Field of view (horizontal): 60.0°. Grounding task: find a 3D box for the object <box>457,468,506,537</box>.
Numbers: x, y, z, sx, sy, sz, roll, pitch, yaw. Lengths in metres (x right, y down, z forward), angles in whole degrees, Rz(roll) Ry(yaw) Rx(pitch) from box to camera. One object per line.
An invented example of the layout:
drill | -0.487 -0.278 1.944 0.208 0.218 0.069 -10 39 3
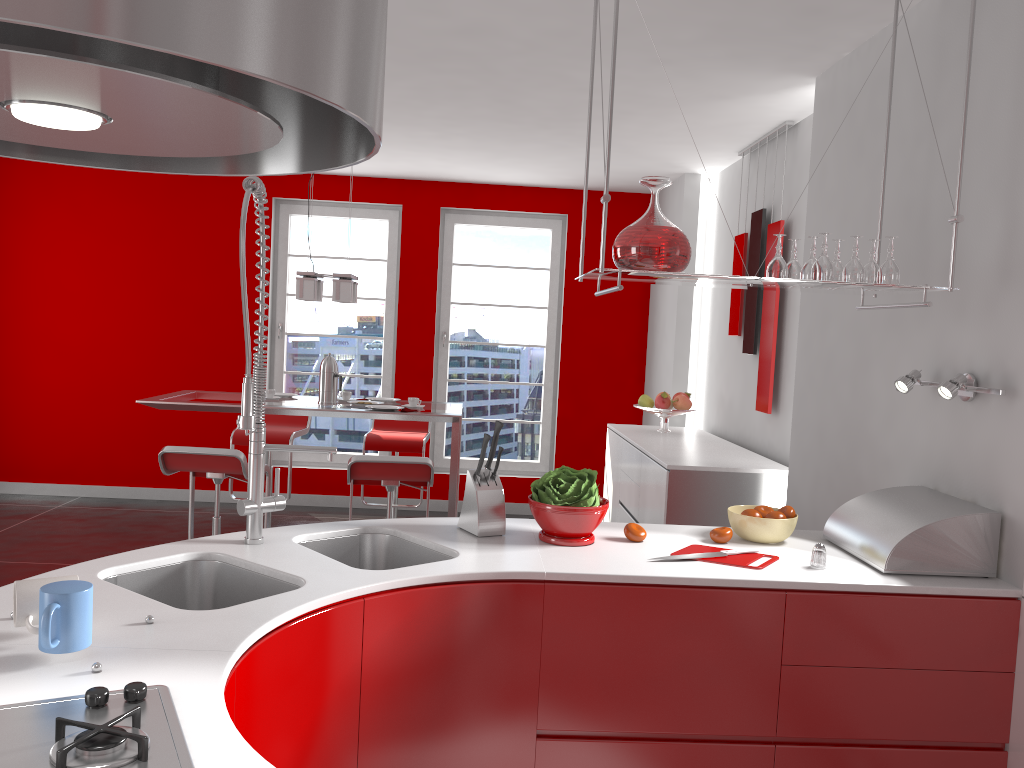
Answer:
object | -0.086 0.334 2.556 0.091 0.178 0.137 1 4 -30

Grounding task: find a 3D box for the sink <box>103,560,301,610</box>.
sink | -0.693 0.536 1.975 0.428 0.172 0.326 5 4 36

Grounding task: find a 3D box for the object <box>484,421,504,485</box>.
object | -0.069 0.261 2.527 0.014 0.322 0.150 1 4 -32

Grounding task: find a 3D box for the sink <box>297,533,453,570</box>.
sink | -0.366 0.531 2.336 0.326 0.172 0.428 0 5 -42

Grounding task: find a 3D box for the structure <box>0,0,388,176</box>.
structure | -0.432 -0.738 0.862 0.644 0.958 0.644 0 4 -37

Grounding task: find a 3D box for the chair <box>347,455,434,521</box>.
chair | -0.605 0.747 4.331 0.418 0.857 0.460 2 3 -8

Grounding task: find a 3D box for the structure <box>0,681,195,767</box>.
structure | -0.669 0.462 1.147 0.457 0.037 0.303 1 4 -28

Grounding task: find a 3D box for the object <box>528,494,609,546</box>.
object | 0.157 0.383 2.505 0.229 0.118 0.228 1 4 -32

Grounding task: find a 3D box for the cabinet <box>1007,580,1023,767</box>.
cabinet | 1.644 0.471 1.033 0.614 2.026 2.398 3 3 -3

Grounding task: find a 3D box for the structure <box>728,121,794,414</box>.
structure | 1.358 -0.618 4.964 0.040 1.503 0.820 3 3 -3

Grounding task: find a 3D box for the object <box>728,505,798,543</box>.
object | 0.743 0.423 2.638 0.201 0.086 0.201 3 3 -2

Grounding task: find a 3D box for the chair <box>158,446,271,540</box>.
chair | -1.439 0.707 4.295 0.418 0.857 0.460 3 3 2

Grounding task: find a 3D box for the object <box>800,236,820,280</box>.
object | 0.851 -0.345 2.512 0.060 0.141 0.060 3 3 -3

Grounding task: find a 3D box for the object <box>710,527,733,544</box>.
object | 0.607 0.439 2.575 0.065 0.047 0.063 3 3 -3

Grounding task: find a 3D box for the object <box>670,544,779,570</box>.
object | 0.577 0.467 2.399 0.266 0.006 0.168 4 4 24

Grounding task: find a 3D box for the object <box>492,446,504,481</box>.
object | -0.051 0.274 2.549 0.009 0.197 0.091 1 4 -32

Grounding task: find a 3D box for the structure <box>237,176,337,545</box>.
structure | -0.602 -0.042 2.226 0.178 0.920 0.308 6 4 41

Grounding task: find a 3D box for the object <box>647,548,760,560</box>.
object | 0.524 0.459 2.379 0.375 0.008 0.041 1 4 -26

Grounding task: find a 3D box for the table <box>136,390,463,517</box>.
table | -1.160 0.601 5.101 1.700 1.000 0.800 3 3 -3

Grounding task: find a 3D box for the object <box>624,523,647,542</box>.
object | 0.353 0.426 2.541 0.064 0.048 0.063 1 4 -25

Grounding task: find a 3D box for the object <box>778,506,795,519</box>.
object | 0.813 0.391 2.639 0.055 0.058 0.066 2 4 -17

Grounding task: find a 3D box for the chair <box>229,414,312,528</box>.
chair | -1.601 0.603 5.890 0.418 0.857 0.460 3 3 5

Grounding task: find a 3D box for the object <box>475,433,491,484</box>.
object | -0.098 0.275 2.522 0.012 0.279 0.130 1 4 -32

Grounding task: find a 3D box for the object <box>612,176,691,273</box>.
object | 0.385 -0.426 2.422 0.213 0.266 0.213 5 4 25

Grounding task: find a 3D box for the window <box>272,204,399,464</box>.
window | -1.414 -0.382 7.072 0.938 2.038 0.117 3 3 -3

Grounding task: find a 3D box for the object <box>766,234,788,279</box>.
object | 0.752 -0.350 2.506 0.060 0.141 0.060 3 3 -3

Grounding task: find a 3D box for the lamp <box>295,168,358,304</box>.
lamp | -1.024 -0.979 5.008 0.304 1.025 0.304 3 3 -3

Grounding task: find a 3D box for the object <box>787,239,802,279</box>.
object | 0.823 -0.352 2.593 0.060 0.141 0.060 1 4 -26

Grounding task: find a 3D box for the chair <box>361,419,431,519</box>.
chair | -0.777 0.642 5.951 0.418 0.857 0.460 3 3 0

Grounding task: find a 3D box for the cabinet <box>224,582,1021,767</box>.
cabinet | 0.252 0.891 1.906 1.025 0.761 1.875 6 5 42

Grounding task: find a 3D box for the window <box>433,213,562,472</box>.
window | -0.117 -0.320 7.136 0.938 2.038 0.117 3 3 -3

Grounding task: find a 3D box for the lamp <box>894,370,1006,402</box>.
lamp | 1.212 0.006 2.496 0.155 0.081 0.454 3 3 -3

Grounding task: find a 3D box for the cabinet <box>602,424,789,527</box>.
cabinet | 0.959 0.773 5.049 0.610 0.880 1.802 3 3 -3

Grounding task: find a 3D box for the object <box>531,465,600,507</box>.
object | 0.149 0.329 2.501 0.198 0.182 0.193 3 3 3

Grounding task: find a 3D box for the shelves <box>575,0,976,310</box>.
shelves | 0.689 -0.740 2.436 0.934 1.023 0.462 3 3 -3
